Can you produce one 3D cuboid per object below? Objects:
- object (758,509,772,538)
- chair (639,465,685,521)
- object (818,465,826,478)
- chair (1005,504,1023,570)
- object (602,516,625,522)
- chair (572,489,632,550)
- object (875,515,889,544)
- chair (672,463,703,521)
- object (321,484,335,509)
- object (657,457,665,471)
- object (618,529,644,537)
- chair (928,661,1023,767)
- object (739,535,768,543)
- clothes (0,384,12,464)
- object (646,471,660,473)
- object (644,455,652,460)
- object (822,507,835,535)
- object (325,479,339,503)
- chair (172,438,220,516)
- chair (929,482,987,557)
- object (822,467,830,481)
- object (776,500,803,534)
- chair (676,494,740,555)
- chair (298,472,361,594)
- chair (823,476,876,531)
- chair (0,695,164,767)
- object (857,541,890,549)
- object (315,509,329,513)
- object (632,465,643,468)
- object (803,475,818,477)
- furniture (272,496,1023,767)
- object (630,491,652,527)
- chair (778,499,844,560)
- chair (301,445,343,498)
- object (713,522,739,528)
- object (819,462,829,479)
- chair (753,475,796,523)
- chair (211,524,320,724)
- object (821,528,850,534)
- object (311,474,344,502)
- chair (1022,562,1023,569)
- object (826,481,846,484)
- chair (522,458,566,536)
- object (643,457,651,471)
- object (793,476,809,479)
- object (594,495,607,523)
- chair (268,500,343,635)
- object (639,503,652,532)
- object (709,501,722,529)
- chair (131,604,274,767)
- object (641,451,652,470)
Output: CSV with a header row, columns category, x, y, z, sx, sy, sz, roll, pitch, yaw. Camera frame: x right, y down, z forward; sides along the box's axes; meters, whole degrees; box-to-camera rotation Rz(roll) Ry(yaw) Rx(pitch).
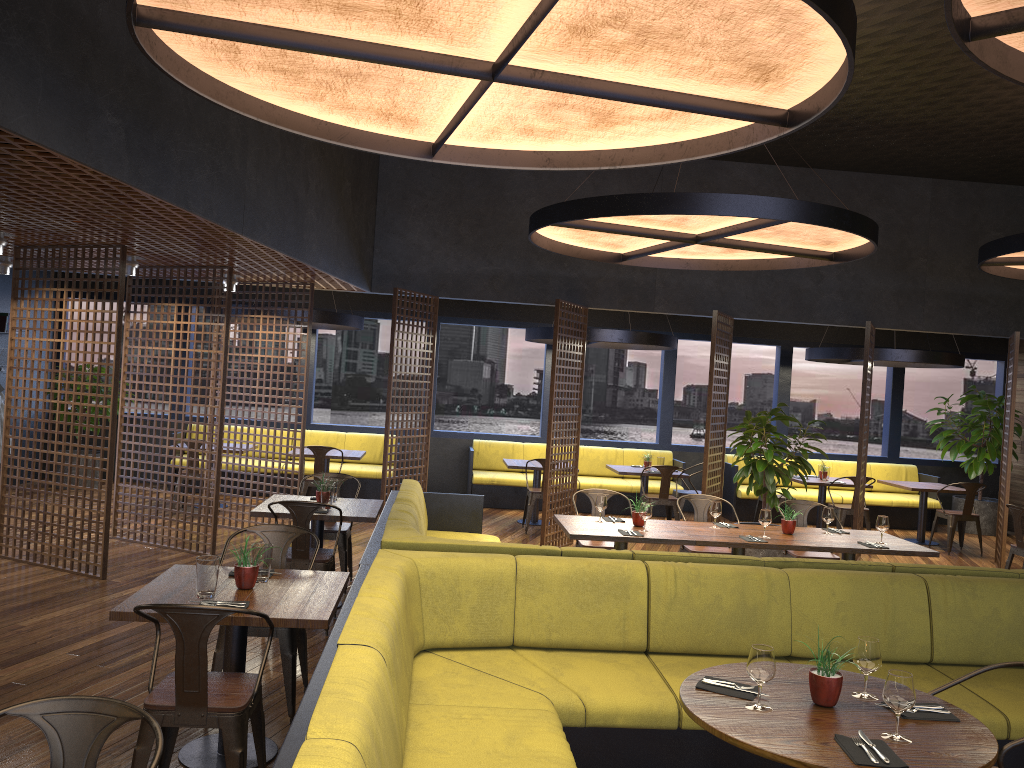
category,x,y,z,sx,sy,sz,roll,pitch,yaw
object,1.888,1.042,6.617,0.097,0.206,0.097,4,0,41
chair,1.816,1.427,10.864,0.504,0.917,0.541,4,0,-4
object,4.165,1.179,11.928,0.102,0.178,0.102,4,0,-19
chair,5.082,1.642,8.597,0.541,0.917,0.504,4,0,-4
object,0.804,1.067,6.986,0.157,0.019,0.255,4,0,-4
chair,0.745,1.372,7.467,0.504,0.917,0.541,4,0,-4
object,2.792,1.099,6.689,0.097,0.206,0.097,4,0,41
chair,2.367,1.460,11.596,0.541,0.917,0.504,4,0,-4
object,-1.389,0.846,6.665,0.102,0.178,0.102,4,0,1
object,1.925,1.038,11.502,0.102,0.178,0.102,4,0,-19
object,0.855,1.072,6.423,0.157,0.019,0.255,4,0,-4
chair,1.656,1.445,3.067,0.541,0.917,0.504,4,0,-4
object,1.759,1.129,6.494,0.157,0.019,0.255,4,0,-4
clothes,-6.327,0.624,10.883,0.401,1.494,0.423,4,0,-9
object,1.788,1.111,11.236,0.255,0.019,0.157,4,0,-5
object,1.797,1.030,11.742,0.102,0.178,0.102,4,0,-19
object,2.495,1.079,7.005,0.097,0.206,0.097,4,0,41
object,-1.423,0.843,6.984,0.102,0.178,0.102,4,0,11
chair,-3.699,1.080,10.427,0.504,0.917,0.541,4,0,-4
chair,5.630,1.668,11.165,0.504,0.917,0.541,4,0,-4
object,4.097,1.176,11.575,0.102,0.178,0.102,4,0,-19
object,2.133,1.022,6.852,0.238,0.271,0.260,4,0,17
chair,1.647,1.429,7.538,0.504,0.917,0.541,4,0,-4
chair,-1.553,1.227,7.424,0.504,0.917,0.541,4,0,-4
chair,4.207,1.578,11.053,0.504,0.917,0.541,4,0,-4
chair,-1.124,1.273,2.054,0.504,0.917,0.541,4,0,-4
object,2.664,1.186,6.566,0.157,0.019,0.255,4,0,-4
object,-1.474,0.921,6.500,0.255,0.019,0.157,4,0,-5
object,1.729,1.105,11.896,0.255,0.019,0.157,4,0,-5
object,4.096,1.254,12.082,0.255,0.019,0.157,4,0,-5
furniture,1.368,1.427,3.925,4.895,0.914,7.462,4,0,-9
object,0.965,0.948,6.760,0.238,0.271,0.260,4,0,17
chair,2.543,1.485,7.609,0.504,0.917,0.541,4,0,-4
chair,-2.276,1.170,10.540,0.504,0.917,0.541,4,0,-4
object,1.708,1.124,7.058,0.157,0.019,0.255,4,0,-4
object,4.123,1.130,11.749,0.238,0.271,0.260,4,0,17
chair,3.472,1.529,11.745,0.541,0.917,0.504,4,0,-4
chair,-1.320,1.251,4.747,0.504,0.917,0.541,4,0,-4
object,2.612,1.180,7.129,0.157,0.019,0.255,4,0,-4
object,-1.438,0.796,6.808,0.260,0.271,0.238,4,0,-3
chair,5.747,1.681,9.398,0.504,0.917,0.541,4,0,-4
object,4.156,1.260,11.422,0.255,0.019,0.157,4,0,-5
chair,0.393,1.338,10.751,0.504,0.917,0.541,4,0,-4
object,1.729,1.027,11.389,0.102,0.178,0.102,4,0,-19
object,3.823,1.238,11.753,0.157,0.019,0.255,4,0,-5
object,0.687,0.966,6.862,0.097,0.206,0.097,4,0,41
chair,-1.457,1.237,6.201,0.504,0.917,0.541,4,0,-4
object,0.984,0.986,6.546,0.097,0.206,0.097,4,0,41
object,1.591,1.023,6.934,0.097,0.206,0.097,4,0,41
chair,-1.223,1.261,3.504,0.504,0.917,0.541,4,0,-4
object,1.777,0.983,11.568,0.238,0.271,0.260,4,0,17
